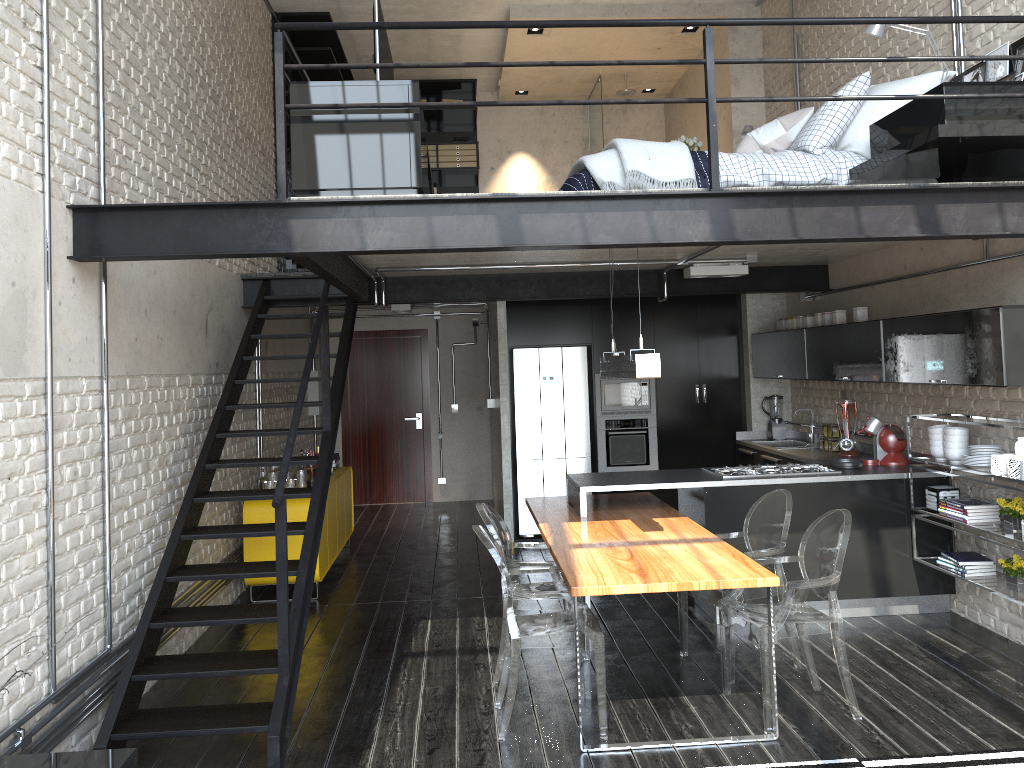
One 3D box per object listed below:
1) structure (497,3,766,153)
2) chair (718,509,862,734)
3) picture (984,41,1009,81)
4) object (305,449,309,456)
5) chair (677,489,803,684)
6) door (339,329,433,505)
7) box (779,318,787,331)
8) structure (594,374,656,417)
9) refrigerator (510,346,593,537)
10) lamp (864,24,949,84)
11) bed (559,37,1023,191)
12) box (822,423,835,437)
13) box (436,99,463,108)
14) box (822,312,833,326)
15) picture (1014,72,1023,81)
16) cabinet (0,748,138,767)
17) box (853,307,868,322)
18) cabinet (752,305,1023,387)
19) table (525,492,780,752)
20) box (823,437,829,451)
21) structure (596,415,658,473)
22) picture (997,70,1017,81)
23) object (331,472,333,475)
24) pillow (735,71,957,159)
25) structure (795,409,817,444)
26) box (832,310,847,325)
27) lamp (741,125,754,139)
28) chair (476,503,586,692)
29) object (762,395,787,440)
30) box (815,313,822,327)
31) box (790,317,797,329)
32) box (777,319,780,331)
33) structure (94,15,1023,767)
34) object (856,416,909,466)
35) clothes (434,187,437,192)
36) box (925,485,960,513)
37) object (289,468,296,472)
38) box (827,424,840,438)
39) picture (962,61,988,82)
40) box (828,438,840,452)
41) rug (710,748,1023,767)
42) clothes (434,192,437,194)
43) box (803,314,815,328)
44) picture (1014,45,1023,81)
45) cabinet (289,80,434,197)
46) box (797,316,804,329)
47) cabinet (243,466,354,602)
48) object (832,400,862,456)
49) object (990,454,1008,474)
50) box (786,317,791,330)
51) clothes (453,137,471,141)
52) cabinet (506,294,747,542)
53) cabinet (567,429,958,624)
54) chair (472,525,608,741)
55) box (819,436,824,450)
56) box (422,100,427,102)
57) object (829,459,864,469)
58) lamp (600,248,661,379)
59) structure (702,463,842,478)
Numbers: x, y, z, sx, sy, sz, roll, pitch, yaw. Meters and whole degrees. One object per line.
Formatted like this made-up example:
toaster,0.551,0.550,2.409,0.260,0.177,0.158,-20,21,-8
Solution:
structure,1.236,-2.390,10.246,2.593,2.957,2.786,-2,-1,-3
chair,1.381,1.102,4.321,0.590,0.942,0.539,-2,-2,-9
picture,2.704,-1.720,4.949,0.033,0.314,0.226,-2,-1,-3
object,-1.865,0.712,8.068,0.119,0.240,0.119,-2,-2,13
chair,1.311,1.090,4.985,0.590,0.942,0.539,-1,-2,-18
door,-1.616,0.417,11.393,1.134,2.221,0.195,-2,-2,-4
box,2.413,-0.524,7.813,0.081,0.111,0.081,-2,-1,-4
structure,1.084,0.098,8.769,0.581,0.421,0.447,-2,-1,-4
refrigerator,0.385,0.555,8.727,0.724,1.828,0.497,-2,-2,-4
lamp,2.361,-1.898,5.280,0.170,0.689,0.480,0,-2,-38
bed,1.393,-1.424,6.528,2.695,0.843,4.475,-2,1,-3
box,2.598,0.379,7.250,0.081,0.111,0.081,-1,-1,-28
box,-0.804,-3.514,11.306,0.263,0.126,0.400,-2,1,-18
box,2.476,-0.508,6.923,0.081,0.111,0.081,-2,-1,-4
picture,2.685,-1.601,4.708,0.030,0.087,0.096,-2,0,-3
cabinet,-1.455,0.872,1.221,0.734,1.725,3.102,-2,0,-3
box,2.516,-0.498,6.387,0.081,0.111,0.081,-2,-1,-4
cabinet,2.588,-0.236,6.495,0.399,0.422,3.890,-2,1,-3
table,0.653,1.212,5.201,0.927,0.734,2.670,-2,1,-3
box,2.595,0.489,7.211,0.081,0.111,0.081,-2,-1,-9
structure,1.102,0.588,8.730,0.581,0.559,0.484,-2,-1,-4
picture,2.674,-1.619,4.817,0.052,0.121,0.175,-2,0,-3
object,-1.780,0.825,8.069,0.300,0.012,0.299,-2,1,-23
pillow,2.038,-1.694,6.363,1.144,0.734,2.135,-2,1,-5
structure,2.600,0.374,7.873,0.177,0.311,0.089,-2,-2,-4
box,2.491,-0.504,6.731,0.081,0.111,0.081,-2,-1,-4
lamp,2.200,-1.948,7.927,0.170,0.689,0.481,-3,-2,31
chair,0.108,1.133,4.909,0.590,0.942,0.539,-2,-2,6
object,2.471,0.313,8.357,0.223,0.424,0.161,-2,-2,-4
box,2.468,-0.510,7.059,0.081,0.111,0.081,-2,-1,-4
box,2.435,-0.520,7.571,0.081,0.111,0.081,-2,-1,-4
box,2.418,-0.527,7.906,0.081,0.111,0.081,-2,-1,-4
structure,0.473,-0.101,5.795,4.784,3.348,3.782,-2,0,-4
object,2.610,0.396,6.214,0.350,0.342,0.219,-2,-1,-19
clothes,-1.161,-2.414,11.199,0.399,0.068,0.494,-2,1,-7
box,2.703,0.723,5.552,0.150,0.150,0.150,-2,-1,-4
object,-1.881,0.795,7.768,0.245,0.093,0.151,-1,0,38
box,2.604,0.380,7.165,0.081,0.111,0.081,-2,-1,-9
picture,2.677,-1.704,5.142,0.046,0.276,0.243,-2,-1,-3
box,2.596,0.491,7.131,0.081,0.111,0.081,-2,-1,6
rug,1.012,1.629,1.945,3.402,0.004,3.490,-2,1,-4
clothes,-1.139,-2.352,11.198,0.399,0.068,0.494,-2,1,-2
box,2.453,-0.515,7.288,0.081,0.111,0.081,-2,-1,-4
picture,2.710,-1.683,4.680,0.055,0.250,0.175,-2,-1,-3
cabinet,-0.830,-1.185,5.746,0.606,0.552,3.177,-2,1,-3
box,2.444,-0.518,7.435,0.081,0.111,0.081,-2,-1,-4
cabinet,-1.778,1.224,7.658,0.548,0.771,2.198,-2,1,-3
object,2.590,0.340,6.853,0.210,0.427,0.202,-2,-2,11
object,2.687,0.442,4.886,0.083,0.100,0.108,-3,-1,31
box,2.426,-0.522,7.666,0.081,0.111,0.081,-2,-1,-4
clothes,-0.647,-3.092,11.339,0.262,0.135,0.273,-2,0,-4
cabinet,1.114,0.249,8.799,2.320,2.480,0.552,-2,-2,-3
cabinet,1.574,1.005,7.023,2.431,1.006,2.743,-2,1,-3
chair,0.117,1.146,4.268,0.590,0.942,0.539,-2,-2,-4
box,2.586,0.488,7.296,0.081,0.111,0.081,-2,-1,1
box,-1.200,-3.500,11.281,0.263,0.126,0.401,-2,1,2
object,2.293,0.553,6.070,0.226,0.050,0.311,-1,1,25
lamp,0.612,-0.483,4.828,0.125,0.892,1.087,-2,0,-3
structure,1.767,0.585,6.072,0.811,0.026,0.501,-2,1,-4
